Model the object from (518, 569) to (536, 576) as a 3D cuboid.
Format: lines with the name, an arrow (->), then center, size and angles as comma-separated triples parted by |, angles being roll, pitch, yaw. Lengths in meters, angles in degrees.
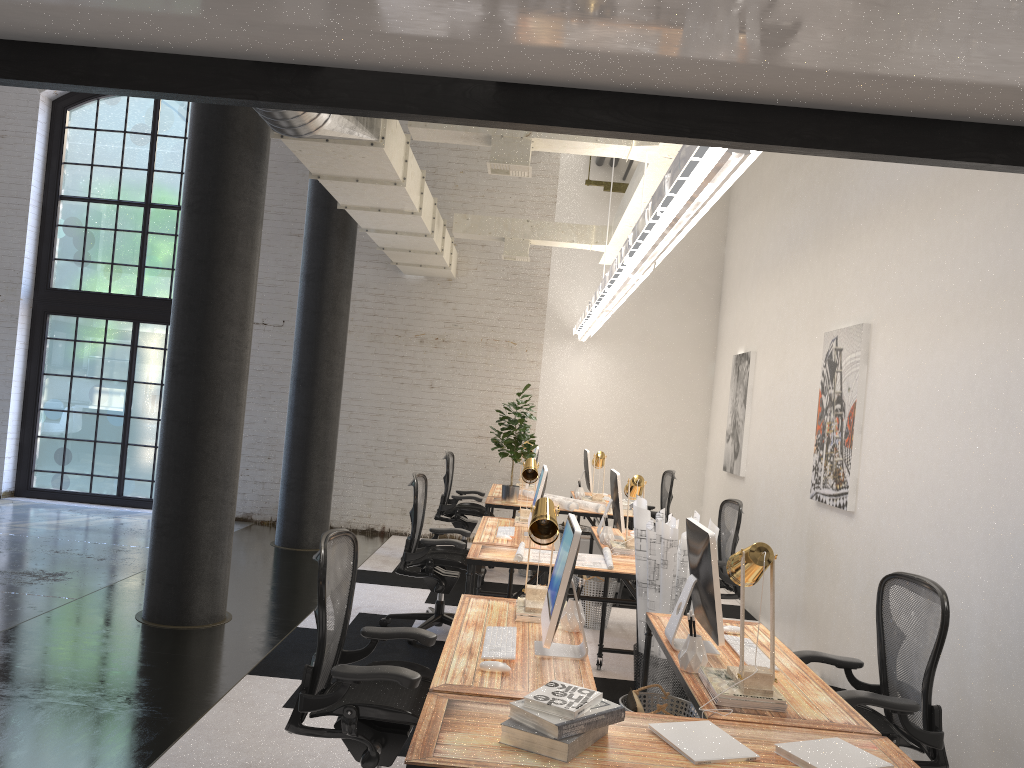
object -> 0.189, 1.603, 8.496 | 0.353, 0.435, 0.359 | 5, -1, -3

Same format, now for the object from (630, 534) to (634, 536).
object -> 0.931, 1.121, 6.370 | 0.118, 0.017, 0.439 | 5, -1, 1

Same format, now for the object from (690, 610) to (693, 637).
object -> 0.644, 0.919, 3.180 | 0.008, 0.207, 0.054 | 5, -1, -16

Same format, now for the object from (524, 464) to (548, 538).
object -> 0.201, 0.814, 6.149 | 0.189, 0.485, 0.484 | 5, -1, 1

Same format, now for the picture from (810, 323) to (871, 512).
picture -> 2.182, 0.218, 5.926 | 0.049, 1.183, 0.731 | 5, -1, 1

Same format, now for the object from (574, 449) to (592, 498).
object -> 0.753, 0.916, 9.084 | 0.189, 0.485, 0.484 | 5, -1, 1

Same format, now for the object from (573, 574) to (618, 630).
object -> 0.628, 1.621, 6.723 | 0.353, 0.435, 0.359 | 5, -1, -3

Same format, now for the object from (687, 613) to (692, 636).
object -> 0.640, 0.919, 3.156 | 0.054, 0.207, 0.008 | 5, -1, -12

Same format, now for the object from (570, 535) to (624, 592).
object -> 0.764, 1.639, 8.120 | 0.544, 0.455, 0.221 | 5, -1, 1

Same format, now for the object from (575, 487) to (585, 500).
object -> 0.672, 1.080, 8.746 | 0.101, 0.126, 0.101 | 6, -1, -44

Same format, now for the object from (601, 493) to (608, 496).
object -> 0.966, 1.170, 9.381 | 0.106, 0.029, 0.059 | 5, -1, 2

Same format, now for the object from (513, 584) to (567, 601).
object -> 0.168, 1.556, 5.814 | 0.353, 0.435, 0.359 | 5, -1, -3

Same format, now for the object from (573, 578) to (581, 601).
object -> 0.251, 0.894, 3.601 | 0.054, 0.207, 0.008 | 6, -1, -34

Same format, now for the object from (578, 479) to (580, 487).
object -> 0.664, 1.038, 8.736 | 0.054, 0.207, 0.008 | 5, -1, -12

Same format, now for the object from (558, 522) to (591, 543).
object -> 0.650, 1.667, 9.406 | 0.353, 0.435, 0.359 | 5, -1, -3

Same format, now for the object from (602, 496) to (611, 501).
object -> 0.953, 1.167, 9.053 | 0.118, 0.017, 0.439 | 5, -1, 1

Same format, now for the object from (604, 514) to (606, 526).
object -> 0.643, 0.991, 6.054 | 0.054, 0.207, 0.008 | 5, -1, -12

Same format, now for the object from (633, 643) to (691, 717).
object -> 0.806, 1.617, 4.721 | 0.353, 0.398, 0.353 | 6, -1, -44

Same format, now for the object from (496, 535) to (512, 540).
object -> -0.053, 1.011, 5.849 | 0.106, 0.029, 0.059 | 5, -1, 2

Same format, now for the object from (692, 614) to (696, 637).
object -> 0.652, 0.919, 3.152 | 0.054, 0.207, 0.008 | 6, -1, -34

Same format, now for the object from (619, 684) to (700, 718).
object -> 0.625, 1.549, 3.826 | 0.353, 0.435, 0.359 | 5, -1, -3

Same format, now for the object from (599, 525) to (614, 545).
object -> 0.650, 1.033, 6.063 | 0.101, 0.126, 0.101 | 6, -1, -44

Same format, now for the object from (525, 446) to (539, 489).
object -> 0.223, 0.861, 8.832 | 0.189, 0.485, 0.484 | 5, -1, 1

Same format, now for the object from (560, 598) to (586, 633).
object -> 0.248, 0.935, 3.587 | 0.101, 0.126, 0.101 | 6, -1, -44

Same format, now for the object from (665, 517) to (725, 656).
object -> 0.729, 0.797, 3.504 | 0.189, 0.485, 0.484 | 5, -1, 1

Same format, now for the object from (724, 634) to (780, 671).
object -> 0.929, 1.049, 3.472 | 0.118, 0.017, 0.439 | 5, -1, 1

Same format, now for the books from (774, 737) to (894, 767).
books -> 0.869, 1.014, 2.400 | 0.235, 0.024, 0.200 | 6, -2, -26

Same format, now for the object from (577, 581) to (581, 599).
object -> 0.258, 0.893, 3.573 | 0.008, 0.207, 0.054 | 5, -1, -16

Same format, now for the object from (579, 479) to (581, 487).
object -> 0.676, 1.038, 8.732 | 0.054, 0.207, 0.008 | 6, -1, -34

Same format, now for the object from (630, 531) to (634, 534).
object -> 0.945, 1.123, 6.698 | 0.106, 0.029, 0.059 | 5, -1, 2

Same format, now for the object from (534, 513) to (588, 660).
object -> 0.199, 0.742, 3.251 | 0.189, 0.485, 0.484 | 5, -1, 1

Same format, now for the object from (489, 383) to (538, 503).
object -> 0.012, 0.524, 7.973 | 0.439, 1.077, 0.513 | 5, -1, -8

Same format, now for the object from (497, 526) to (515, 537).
object -> -0.041, 1.027, 6.176 | 0.118, 0.017, 0.439 | 5, -1, 1

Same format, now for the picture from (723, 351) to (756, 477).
picture -> 2.227, 0.291, 8.710 | 0.049, 1.183, 0.731 | 5, -1, 1

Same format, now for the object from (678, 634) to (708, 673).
object -> 0.647, 0.961, 3.166 | 0.101, 0.126, 0.101 | 6, -1, -44

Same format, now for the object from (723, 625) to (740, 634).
object -> 0.942, 1.051, 3.800 | 0.106, 0.029, 0.059 | 5, -1, 2

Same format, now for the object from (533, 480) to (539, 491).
object -> 0.272, 1.054, 9.167 | 0.101, 0.126, 0.101 | 6, -1, -44

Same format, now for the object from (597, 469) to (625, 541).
object -> 0.732, 0.869, 6.402 | 0.189, 0.485, 0.484 | 5, -1, 1

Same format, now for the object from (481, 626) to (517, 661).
object -> -0.044, 0.955, 3.279 | 0.118, 0.017, 0.439 | 5, -1, 1

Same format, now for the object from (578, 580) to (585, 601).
object -> 0.262, 0.895, 3.597 | 0.054, 0.207, 0.008 | 5, -1, -12

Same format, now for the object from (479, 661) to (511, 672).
object -> -0.056, 0.939, 2.951 | 0.106, 0.029, 0.059 | 5, -1, 2

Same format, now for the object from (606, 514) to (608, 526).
object -> 0.655, 0.991, 6.049 | 0.054, 0.207, 0.008 | 6, -1, -34

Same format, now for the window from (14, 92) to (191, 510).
window -> -4.457, -1.075, 10.602 | 2.491, 5.178, 0.138 | 5, -1, 1
